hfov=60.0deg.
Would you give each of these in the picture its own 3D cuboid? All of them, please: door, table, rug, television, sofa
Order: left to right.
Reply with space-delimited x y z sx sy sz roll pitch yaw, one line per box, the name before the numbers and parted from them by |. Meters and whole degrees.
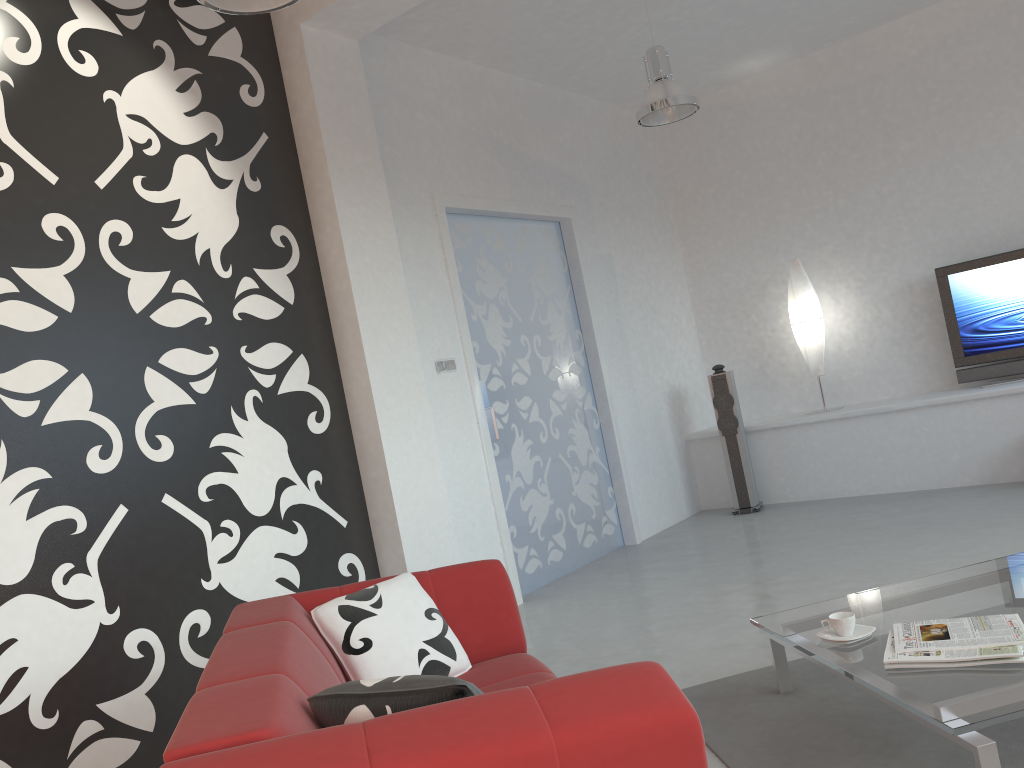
sofa | -0.235 0.955 2.318 0.951 0.738 1.929 -11 -1 -13
door | 0.156 0.028 6.070 0.240 2.550 1.600 -12 -1 37
table | 1.482 0.842 2.655 1.097 0.286 1.162 -11 -1 -8
rug | 1.498 0.987 2.651 1.700 0.025 1.700 -11 -1 -8
television | 3.769 -0.522 6.183 1.356 0.919 0.343 -12 -1 37

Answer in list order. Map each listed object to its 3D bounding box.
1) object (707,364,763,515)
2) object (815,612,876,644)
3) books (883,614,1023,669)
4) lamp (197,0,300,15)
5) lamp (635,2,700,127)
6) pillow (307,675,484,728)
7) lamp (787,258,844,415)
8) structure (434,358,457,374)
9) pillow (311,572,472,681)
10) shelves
object | 1.757 0.425 7.043 0.255 1.184 0.273 -12 -1 22
object | 1.033 0.753 2.757 0.153 0.069 0.153 -11 -1 -26
books | 1.257 0.721 2.501 0.367 0.035 0.345 -12 -1 27
lamp | -0.925 -1.686 2.904 0.379 0.800 0.379 -12 -1 30
lamp | 0.855 -1.993 5.299 0.379 0.800 0.379 -12 -1 33
pillow | -0.171 0.752 1.850 0.402 0.343 0.288 -12 -1 30
lamp | 2.392 -0.392 7.121 0.263 1.239 0.263 -12 -1 29
structure | -0.388 -0.110 5.223 0.016 0.080 0.170 -12 -1 37
pillow | -0.382 0.814 2.823 0.288 0.343 0.402 -12 -2 44
shelves | 3.799 -0.036 6.078 5.500 0.050 0.650 -12 -1 37
